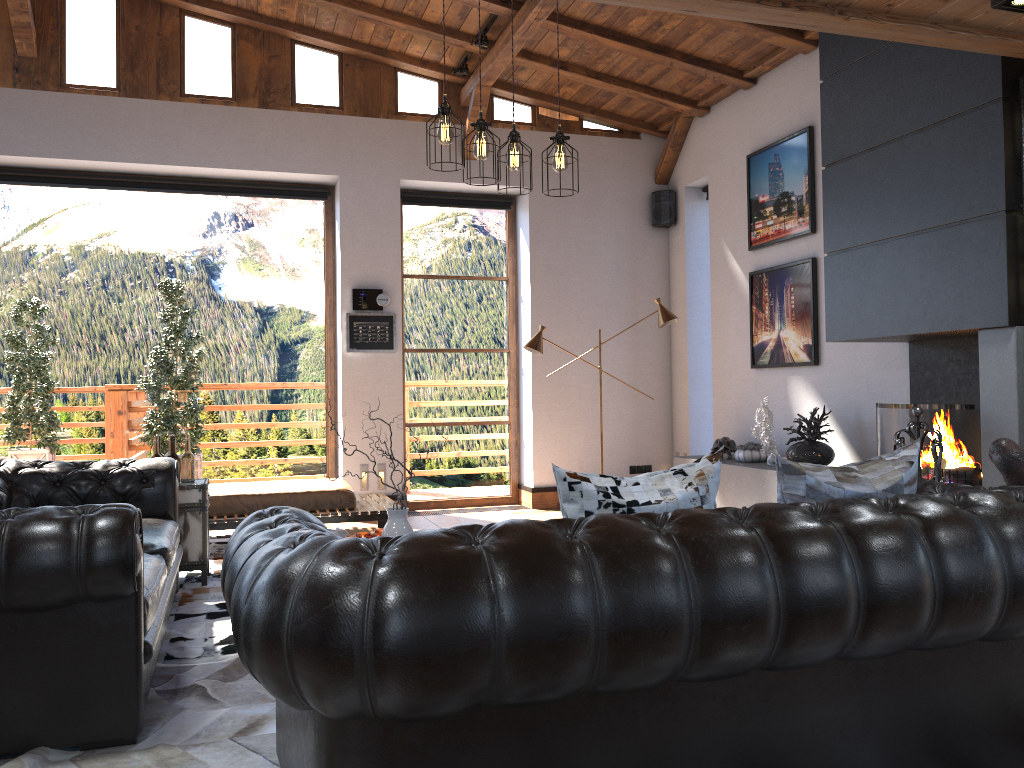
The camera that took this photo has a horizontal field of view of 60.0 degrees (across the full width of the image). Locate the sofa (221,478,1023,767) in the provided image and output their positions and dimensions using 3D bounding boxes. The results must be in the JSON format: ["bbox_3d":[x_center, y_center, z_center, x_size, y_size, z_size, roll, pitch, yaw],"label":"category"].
[{"bbox_3d":[0.516,0.718,2.563,2.585,0.838,1.230,-1,-1,-19],"label":"sofa"}]

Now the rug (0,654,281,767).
[{"bbox_3d":[-0.125,1.123,2.829,4.072,0.053,2.414,-1,0,-17],"label":"rug"}]

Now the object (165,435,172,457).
[{"bbox_3d":[-2.084,0.453,5.419,0.087,0.286,0.087,-1,-1,-5],"label":"object"}]

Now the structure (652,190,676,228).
[{"bbox_3d":[1.514,-1.746,8.837,0.215,0.349,0.212,-1,-1,-18],"label":"structure"}]

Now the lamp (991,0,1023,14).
[{"bbox_3d":[2.067,-1.546,3.531,0.263,0.068,0.154,-1,-1,-18],"label":"lamp"}]

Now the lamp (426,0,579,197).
[{"bbox_3d":[-0.069,-2.063,4.410,0.811,2.202,0.259,0,-1,-27],"label":"lamp"}]

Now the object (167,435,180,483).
[{"bbox_3d":[-2.034,0.451,5.311,0.089,0.286,0.086,0,-1,-40],"label":"object"}]

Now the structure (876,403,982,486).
[{"bbox_3d":[2.362,0.371,5.093,0.185,0.514,0.975,-1,-1,-17],"label":"structure"}]

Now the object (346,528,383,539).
[{"bbox_3d":[-0.648,0.771,4.338,0.244,0.081,0.304,-1,-1,21],"label":"object"}]

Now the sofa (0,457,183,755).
[{"bbox_3d":[-2.090,0.768,3.719,1.248,0.838,2.547,-1,-1,-18],"label":"sofa"}]

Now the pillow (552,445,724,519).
[{"bbox_3d":[0.338,0.409,2.460,0.531,0.469,0.281,-1,-1,-15],"label":"pillow"}]

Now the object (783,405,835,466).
[{"bbox_3d":[2.112,0.378,6.288,0.332,0.455,0.342,-1,-1,8],"label":"object"}]

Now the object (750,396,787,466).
[{"bbox_3d":[1.923,0.357,6.681,0.256,0.532,0.432,-2,-1,41],"label":"object"}]

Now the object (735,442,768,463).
[{"bbox_3d":[1.904,0.541,7.051,0.260,0.160,0.279,-1,-1,-15],"label":"object"}]

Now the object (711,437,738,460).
[{"bbox_3d":[1.770,0.534,7.421,0.224,0.183,0.409,-1,-1,26],"label":"object"}]

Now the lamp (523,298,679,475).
[{"bbox_3d":[0.771,0.227,7.658,1.321,1.899,0.528,-1,-1,3],"label":"lamp"}]

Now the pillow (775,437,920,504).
[{"bbox_3d":[0.988,0.401,2.675,0.531,0.469,0.281,-1,-1,-15],"label":"pillow"}]

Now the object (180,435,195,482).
[{"bbox_3d":[-1.972,0.451,5.388,0.087,0.286,0.087,-1,-1,-8],"label":"object"}]

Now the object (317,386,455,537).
[{"bbox_3d":[-0.555,0.403,3.962,0.622,0.808,0.405,-1,-1,-7],"label":"object"}]

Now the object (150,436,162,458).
[{"bbox_3d":[-2.102,0.452,5.237,0.088,0.286,0.086,0,-2,-41],"label":"object"}]

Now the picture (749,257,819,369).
[{"bbox_3d":[2.150,-0.541,7.077,0.036,0.816,0.873,0,-1,-17],"label":"picture"}]

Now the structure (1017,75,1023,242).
[{"bbox_3d":[2.792,-0.193,4.129,0.515,2.617,0.498,0,-1,-18],"label":"structure"}]

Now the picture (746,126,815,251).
[{"bbox_3d":[2.135,-1.536,7.098,0.036,0.816,0.873,0,-1,-17],"label":"picture"}]

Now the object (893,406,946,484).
[{"bbox_3d":[2.120,0.624,4.607,0.304,1.018,0.310,-1,-1,28],"label":"object"}]

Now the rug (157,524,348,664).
[{"bbox_3d":[-2.093,1.174,5.450,2.448,0.053,3.781,-1,0,-17],"label":"rug"}]

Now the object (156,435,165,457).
[{"bbox_3d":[-2.128,0.453,5.336,0.087,0.286,0.088,-1,-1,22],"label":"object"}]

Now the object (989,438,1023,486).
[{"bbox_3d":[1.912,0.361,3.289,0.246,0.319,0.151,-1,-1,23],"label":"object"}]

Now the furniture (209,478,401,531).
[{"bbox_3d":[-2.284,0.995,6.746,2.779,0.437,1.167,-1,-1,-18],"label":"furniture"}]

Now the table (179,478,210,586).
[{"bbox_3d":[-2.042,0.895,5.331,0.420,0.609,0.402,-1,-1,-18],"label":"table"}]
